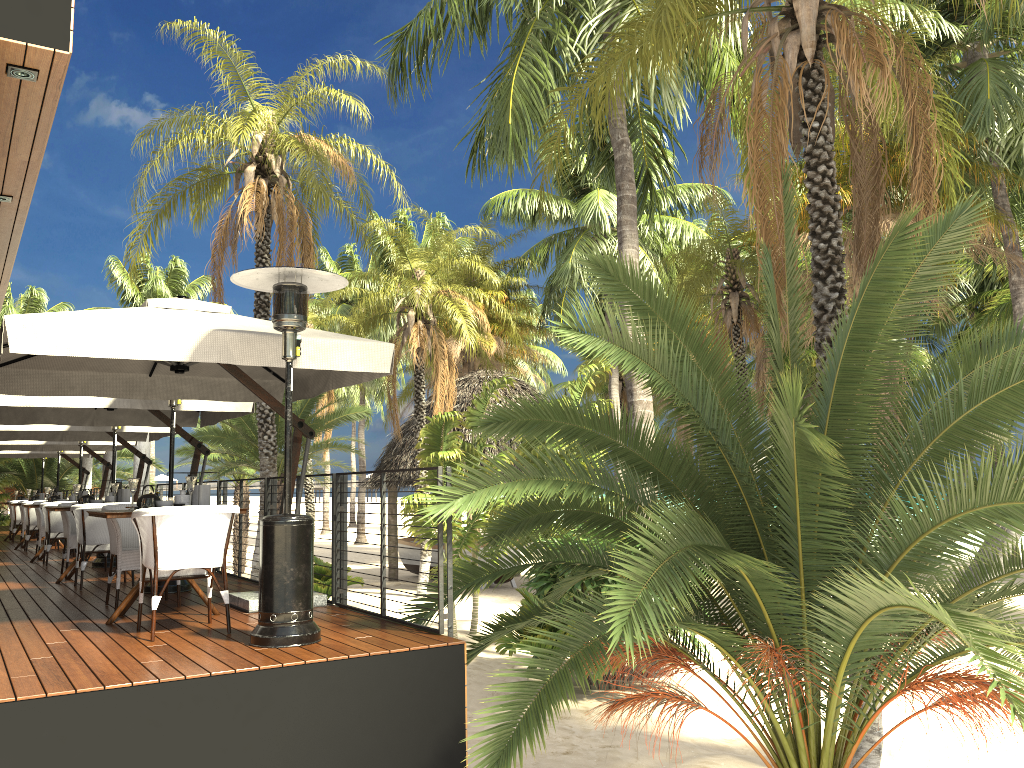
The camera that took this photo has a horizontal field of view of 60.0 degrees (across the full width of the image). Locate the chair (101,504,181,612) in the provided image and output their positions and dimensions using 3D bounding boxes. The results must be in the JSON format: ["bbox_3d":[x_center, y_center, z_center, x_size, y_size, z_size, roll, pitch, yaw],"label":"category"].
[{"bbox_3d":[-2.889,1.336,6.950,0.627,0.790,0.615,3,-8,-31],"label":"chair"}]

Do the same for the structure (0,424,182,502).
[{"bbox_3d":[-6.044,1.224,12.157,2.412,2.338,2.409,3,-8,-32],"label":"structure"}]

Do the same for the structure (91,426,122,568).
[{"bbox_3d":[-4.894,1.119,10.887,0.698,2.198,0.698,6,-10,-44],"label":"structure"}]

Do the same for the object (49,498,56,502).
[{"bbox_3d":[-6.109,1.555,11.779,0.086,0.086,0.086,2,-8,-27],"label":"object"}]

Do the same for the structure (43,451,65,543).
[{"bbox_3d":[-8.439,1.834,16.477,0.698,2.198,0.698,6,-10,-44],"label":"structure"}]

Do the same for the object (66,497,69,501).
[{"bbox_3d":[-6.121,1.610,12.260,0.086,0.086,0.086,2,-8,-27],"label":"object"}]

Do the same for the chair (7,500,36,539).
[{"bbox_3d":[-10.127,2.798,18.363,0.627,0.790,0.615,3,-8,-31],"label":"chair"}]

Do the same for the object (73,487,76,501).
[{"bbox_3d":[-5.863,1.491,11.912,0.082,0.227,0.082,3,-9,-31],"label":"object"}]

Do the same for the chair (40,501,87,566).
[{"bbox_3d":[-5.691,1.897,11.322,0.627,0.790,0.615,3,-8,-31],"label":"chair"}]

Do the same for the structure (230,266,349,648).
[{"bbox_3d":[-1.330,0.399,5.268,0.698,2.198,0.698,6,-10,-44],"label":"structure"}]

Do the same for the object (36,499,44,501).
[{"bbox_3d":[-7.815,1.934,14.674,0.116,0.065,0.116,3,-8,-34],"label":"object"}]

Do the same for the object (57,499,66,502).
[{"bbox_3d":[-6.024,1.572,11.850,0.116,0.065,0.116,3,-8,-34],"label":"object"}]

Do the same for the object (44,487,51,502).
[{"bbox_3d":[-6.368,1.528,12.144,0.082,0.227,0.082,6,-10,-43],"label":"object"}]

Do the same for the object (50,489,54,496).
[{"bbox_3d":[-7.654,1.853,14.736,0.082,0.227,0.082,3,-9,-31],"label":"object"}]

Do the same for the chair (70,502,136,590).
[{"bbox_3d":[-3.868,1.529,8.447,0.627,0.790,0.615,3,-8,-31],"label":"chair"}]

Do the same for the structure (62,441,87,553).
[{"bbox_3d":[-6.664,1.476,13.678,0.698,2.198,0.698,6,-10,-44],"label":"structure"}]

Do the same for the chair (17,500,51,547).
[{"bbox_3d":[-8.311,2.431,15.500,0.627,0.790,0.615,3,-8,-31],"label":"chair"}]

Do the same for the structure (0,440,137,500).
[{"bbox_3d":[-7.839,1.586,14.987,2.412,2.338,2.409,3,-8,-32],"label":"structure"}]

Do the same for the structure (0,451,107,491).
[{"bbox_3d":[-9.633,1.949,17.817,2.412,2.338,2.409,3,-8,-32],"label":"structure"}]

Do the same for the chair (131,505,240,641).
[{"bbox_3d":[-2.059,1.163,5.595,0.627,0.790,0.615,3,-8,-31],"label":"chair"}]

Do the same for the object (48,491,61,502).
[{"bbox_3d":[-6.190,1.534,11.995,0.163,0.179,0.167,3,-8,-30],"label":"object"}]

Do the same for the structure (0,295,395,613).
[{"bbox_3d":[-2.454,0.499,6.497,2.412,2.338,2.409,3,-8,-32],"label":"structure"}]

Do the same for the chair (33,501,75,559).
[{"bbox_3d":[-6.527,2.071,12.686,0.627,0.790,0.615,3,-8,-31],"label":"chair"}]

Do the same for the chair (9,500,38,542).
[{"bbox_3d":[-9.323,2.630,17.049,0.627,0.790,0.615,3,-8,-31],"label":"chair"}]

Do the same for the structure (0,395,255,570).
[{"bbox_3d":[-4.249,0.862,9.327,2.412,2.338,2.409,3,-8,-32],"label":"structure"}]

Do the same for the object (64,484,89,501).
[{"bbox_3d":[-5.935,1.506,12.158,0.263,0.264,0.263,-3,-7,13],"label":"object"}]

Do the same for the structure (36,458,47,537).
[{"bbox_3d":[-10.219,2.194,19.283,0.698,2.198,0.698,6,-10,-44],"label":"structure"}]

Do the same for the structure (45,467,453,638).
[{"bbox_3d":[-7.405,2.482,16.293,0.163,1.156,26.217,4,-8,-32],"label":"structure"}]

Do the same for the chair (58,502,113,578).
[{"bbox_3d":[-4.672,1.696,9.762,0.627,0.790,0.615,3,-8,-31],"label":"chair"}]

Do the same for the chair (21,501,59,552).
[{"bbox_3d":[-7.507,2.263,14.185,0.627,0.790,0.615,3,-8,-31],"label":"chair"}]

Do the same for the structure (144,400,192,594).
[{"bbox_3d":[-3.088,0.754,8.039,0.698,2.198,0.698,6,-10,-44],"label":"structure"}]
